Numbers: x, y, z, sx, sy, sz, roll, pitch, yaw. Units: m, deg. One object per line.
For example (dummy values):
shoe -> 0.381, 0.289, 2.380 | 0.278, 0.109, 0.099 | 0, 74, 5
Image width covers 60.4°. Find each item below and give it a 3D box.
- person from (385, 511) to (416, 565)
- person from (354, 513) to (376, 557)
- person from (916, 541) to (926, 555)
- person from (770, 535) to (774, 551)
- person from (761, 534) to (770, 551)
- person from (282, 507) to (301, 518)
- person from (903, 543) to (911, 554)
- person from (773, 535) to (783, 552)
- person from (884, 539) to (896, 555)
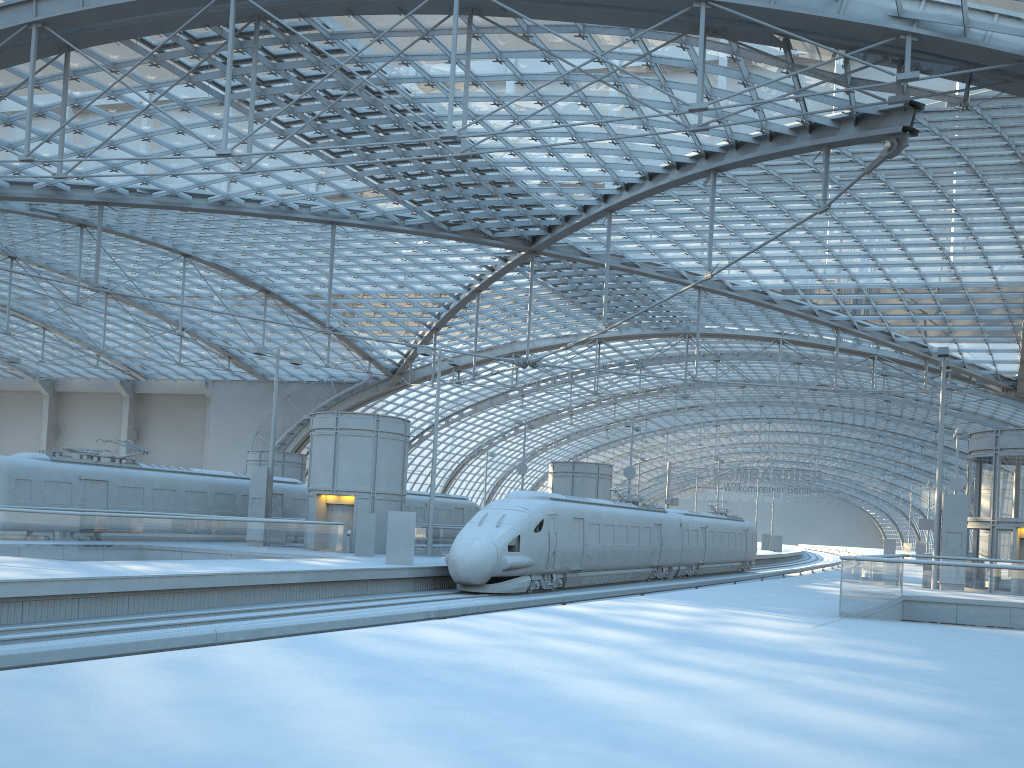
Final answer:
person -> -3.464, 4.850, 27.556 | 0.875, 1.701, 0.001 | 3, -1, 1
person -> -5.283, 5.460, 31.716 | 0.710, 1.607, 0.001 | 3, -1, 6
person -> 28.611, 11.892, 61.608 | 0.068, 1.803, 0.783 | 4, -3, -31
person -> 27.190, 16.520, 90.971 | 0.874, 1.701, 0.001 | 1, -2, 27
person -> 27.509, 17.197, 95.534 | 0.899, 1.794, 0.001 | 2, -2, 22
person -> -10.008, 6.461, 39.827 | 0.827, 1.727, 0.001 | 3, -1, 1
person -> 30.705, 13.153, 68.284 | 0.001, 1.607, 0.810 | 4, -3, -18
person -> 26.452, 15.924, 87.368 | 0.826, 1.727, 0.001 | 2, -2, 27
person -> 27.504, 12.205, 63.919 | 0.001, 1.794, 0.901 | 4, -3, -38
